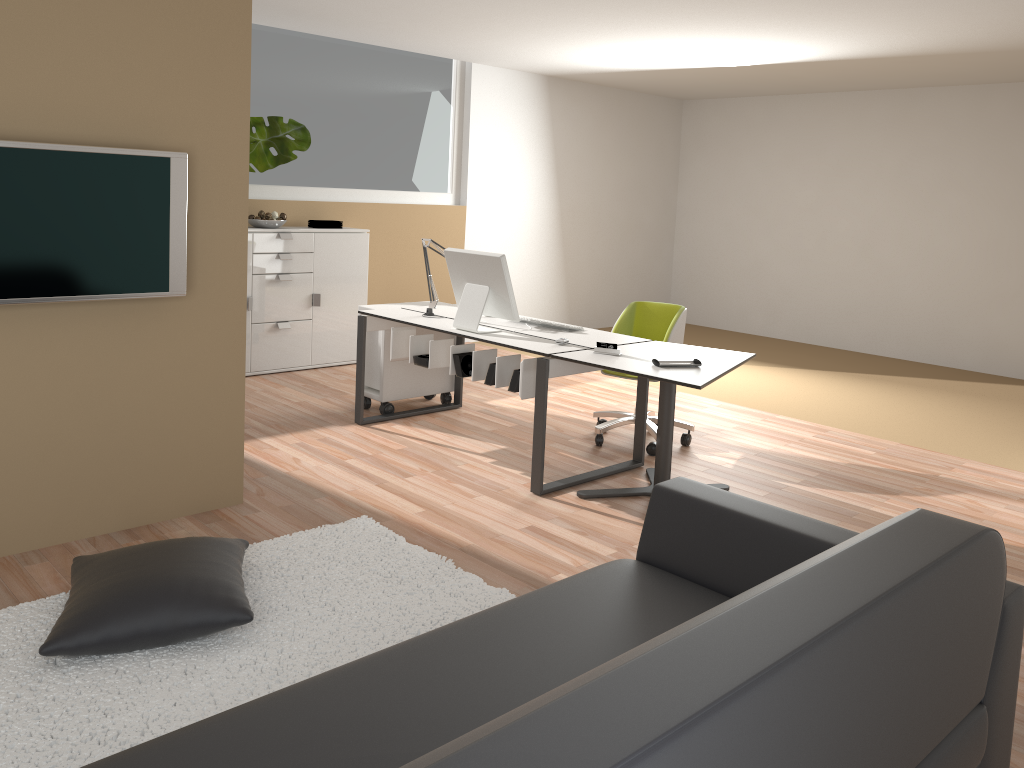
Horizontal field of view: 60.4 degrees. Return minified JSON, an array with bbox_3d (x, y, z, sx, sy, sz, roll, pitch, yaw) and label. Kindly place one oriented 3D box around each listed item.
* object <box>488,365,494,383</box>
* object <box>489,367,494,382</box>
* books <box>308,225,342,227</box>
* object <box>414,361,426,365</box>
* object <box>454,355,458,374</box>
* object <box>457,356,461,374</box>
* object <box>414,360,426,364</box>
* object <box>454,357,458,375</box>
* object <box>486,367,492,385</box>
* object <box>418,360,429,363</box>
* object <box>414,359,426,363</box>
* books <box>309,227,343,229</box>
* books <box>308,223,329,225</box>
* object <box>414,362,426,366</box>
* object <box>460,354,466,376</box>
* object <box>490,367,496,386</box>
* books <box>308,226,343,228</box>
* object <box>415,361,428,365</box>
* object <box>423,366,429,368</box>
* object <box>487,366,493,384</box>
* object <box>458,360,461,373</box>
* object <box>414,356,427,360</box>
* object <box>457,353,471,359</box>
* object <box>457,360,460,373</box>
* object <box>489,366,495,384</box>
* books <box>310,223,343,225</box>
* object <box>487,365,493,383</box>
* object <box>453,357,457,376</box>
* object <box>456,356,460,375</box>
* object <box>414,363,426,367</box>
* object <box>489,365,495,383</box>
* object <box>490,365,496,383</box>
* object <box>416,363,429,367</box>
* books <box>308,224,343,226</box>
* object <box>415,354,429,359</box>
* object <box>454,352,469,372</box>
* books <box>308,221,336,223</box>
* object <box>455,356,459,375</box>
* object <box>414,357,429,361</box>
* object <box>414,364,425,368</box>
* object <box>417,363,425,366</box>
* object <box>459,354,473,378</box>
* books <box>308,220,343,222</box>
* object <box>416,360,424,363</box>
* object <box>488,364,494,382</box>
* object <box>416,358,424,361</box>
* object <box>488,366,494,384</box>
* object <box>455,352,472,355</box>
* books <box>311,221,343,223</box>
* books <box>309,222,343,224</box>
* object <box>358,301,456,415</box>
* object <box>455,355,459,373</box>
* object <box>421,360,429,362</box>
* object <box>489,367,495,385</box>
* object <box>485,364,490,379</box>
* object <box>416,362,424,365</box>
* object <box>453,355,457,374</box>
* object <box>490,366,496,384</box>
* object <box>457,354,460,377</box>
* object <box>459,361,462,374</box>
[{"bbox_3d":[-0.059,-0.054,4.497,0.134,0.112,0.041,-6,11,-43],"label":"object"},{"bbox_3d":[-0.056,-0.053,4.494,0.134,0.112,0.041,-6,11,-43],"label":"object"},{"bbox_3d":[-1.494,-1.266,7.038,0.159,0.006,0.223,14,17,43],"label":"books"},{"bbox_3d":[-0.460,-0.124,4.920,0.134,0.002,0.121,-9,17,-43],"label":"object"},{"bbox_3d":[-0.246,-0.105,4.694,0.134,0.112,0.041,-6,11,-43],"label":"object"},{"bbox_3d":[-0.229,-0.100,4.675,0.134,0.112,0.041,-6,11,-43],"label":"object"},{"bbox_3d":[-0.461,-0.128,4.921,0.134,0.002,0.121,-9,17,-43],"label":"object"},{"bbox_3d":[-0.248,-0.105,4.695,0.134,0.112,0.041,-6,11,-43],"label":"object"},{"bbox_3d":[-0.066,-0.056,4.504,0.134,0.112,0.040,-6,11,-43],"label":"object"},{"bbox_3d":[-0.462,-0.135,4.922,0.134,0.002,0.121,-9,17,-43],"label":"object"},{"bbox_3d":[-0.462,-0.135,4.922,0.134,0.002,0.121,-9,17,-43],"label":"object"},{"bbox_3d":[-1.494,-1.250,7.040,0.223,0.007,0.159,-9,17,-43],"label":"books"},{"bbox_3d":[-1.492,-1.277,7.039,0.223,0.006,0.159,-9,17,-43],"label":"books"},{"bbox_3d":[-0.459,-0.117,4.919,0.134,0.002,0.121,-9,17,-43],"label":"object"},{"bbox_3d":[-0.226,-0.099,4.672,0.134,0.112,0.040,-6,11,-43],"label":"object"},{"bbox_3d":[-0.047,-0.050,4.484,0.134,0.112,0.041,-6,11,-43],"label":"object"},{"bbox_3d":[-1.494,-1.255,7.041,0.223,0.006,0.159,-9,17,-43],"label":"books"},{"bbox_3d":[-0.461,-0.126,4.920,0.134,0.002,0.121,-9,17,-43],"label":"object"},{"bbox_3d":[-0.457,-0.108,4.918,0.134,0.002,0.121,-9,17,-43],"label":"object"},{"bbox_3d":[-0.063,-0.054,4.500,0.134,0.112,0.041,-6,11,-43],"label":"object"},{"bbox_3d":[-0.227,-0.100,4.674,0.134,0.112,0.041,-6,11,-43],"label":"object"},{"bbox_3d":[-0.465,-0.153,4.924,0.134,0.002,0.121,-9,17,-43],"label":"object"},{"bbox_3d":[-0.232,-0.101,4.678,0.134,0.112,0.040,-6,11,-43],"label":"object"},{"bbox_3d":[-0.234,-0.101,4.680,0.134,0.112,0.041,-6,11,-43],"label":"object"},{"bbox_3d":[-0.053,-0.052,4.490,0.134,0.112,0.041,-6,11,-43],"label":"object"},{"bbox_3d":[-1.492,-1.282,7.037,0.223,0.006,0.159,-8,16,-42],"label":"books"},{"bbox_3d":[-0.064,-0.055,4.502,0.134,0.112,0.041,-6,11,-43],"label":"object"},{"bbox_3d":[-0.254,-0.107,4.702,0.134,0.112,0.041,-6,11,-43],"label":"object"},{"bbox_3d":[-0.235,-0.102,4.682,0.134,0.112,0.041,-6,11,-43],"label":"object"},{"bbox_3d":[-0.458,-0.112,4.918,0.134,0.002,0.121,-9,17,-43],"label":"object"},{"bbox_3d":[-0.055,-0.052,4.492,0.134,0.112,0.041,-6,11,-43],"label":"object"},{"bbox_3d":[-0.050,-0.051,4.487,0.134,0.112,0.041,-6,11,-43],"label":"object"},{"bbox_3d":[-0.459,-0.115,4.919,0.134,0.002,0.121,-9,17,-43],"label":"object"},{"bbox_3d":[-1.492,-1.272,7.040,0.223,0.006,0.159,-9,17,-43],"label":"books"},{"bbox_3d":[-0.465,-0.153,4.924,0.134,0.002,0.121,-9,17,-43],"label":"object"},{"bbox_3d":[-0.251,-0.106,4.698,0.134,0.112,0.040,-6,11,-43],"label":"object"},{"bbox_3d":[-1.493,-1.293,7.039,0.223,0.007,0.159,-9,17,-43],"label":"books"},{"bbox_3d":[-0.242,-0.103,4.689,0.134,0.112,0.041,-6,11,-43],"label":"object"},{"bbox_3d":[-0.464,-0.147,4.923,0.134,0.002,0.121,-9,17,-43],"label":"object"},{"bbox_3d":[-0.457,-0.106,4.917,0.134,0.002,0.121,-9,17,-43],"label":"object"},{"bbox_3d":[-0.459,-0.117,4.919,0.134,0.002,0.121,-9,17,-43],"label":"object"},{"bbox_3d":[-0.222,-0.098,4.668,0.134,0.112,0.040,-6,11,-43],"label":"object"},{"bbox_3d":[-1.489,-1.304,7.038,0.223,0.006,0.159,-9,17,-43],"label":"books"},{"bbox_3d":[-0.462,-0.133,4.921,0.134,0.002,0.121,-9,17,-43],"label":"object"},{"bbox_3d":[-0.061,-0.054,4.499,0.134,0.112,0.041,-6,11,-43],"label":"object"},{"bbox_3d":[-0.464,-0.144,4.923,0.134,0.002,0.121,-9,17,-43],"label":"object"},{"bbox_3d":[-0.058,-0.053,4.495,0.134,0.112,0.041,-6,11,-43],"label":"object"},{"bbox_3d":[-0.245,-0.105,4.692,0.134,0.112,0.040,-6,11,-43],"label":"object"},{"bbox_3d":[-1.489,-1.299,7.038,0.223,0.007,0.159,-9,17,-43],"label":"books"},{"bbox_3d":[-1.494,-1.288,7.040,0.223,0.007,0.159,-9,17,-43],"label":"books"},{"bbox_3d":[-0.675,-0.180,5.797,0.625,0.667,0.311,-6,10,-43],"label":"object"},{"bbox_3d":[-0.240,-0.103,4.687,0.134,0.112,0.041,-6,11,-43],"label":"object"},{"bbox_3d":[-0.463,-0.140,4.922,0.134,0.002,0.121,-9,17,-43],"label":"object"},{"bbox_3d":[-0.051,-0.051,4.489,0.134,0.112,0.041,-6,11,-43],"label":"object"},{"bbox_3d":[-0.080,-0.059,4.519,0.134,0.112,0.041,-6,11,-43],"label":"object"},{"bbox_3d":[-0.460,-0.122,4.920,0.134,0.002,0.121,-9,17,-43],"label":"object"},{"bbox_3d":[-0.253,-0.106,4.700,0.134,0.112,0.041,-6,11,-43],"label":"object"},{"bbox_3d":[-0.048,-0.051,4.485,0.134,0.112,0.041,-6,11,-43],"label":"object"},{"bbox_3d":[-0.238,-0.103,4.685,0.134,0.112,0.040,-6,11,-43],"label":"object"},{"bbox_3d":[-0.223,-0.098,4.669,0.134,0.112,0.041,-6,11,-43],"label":"object"}]
